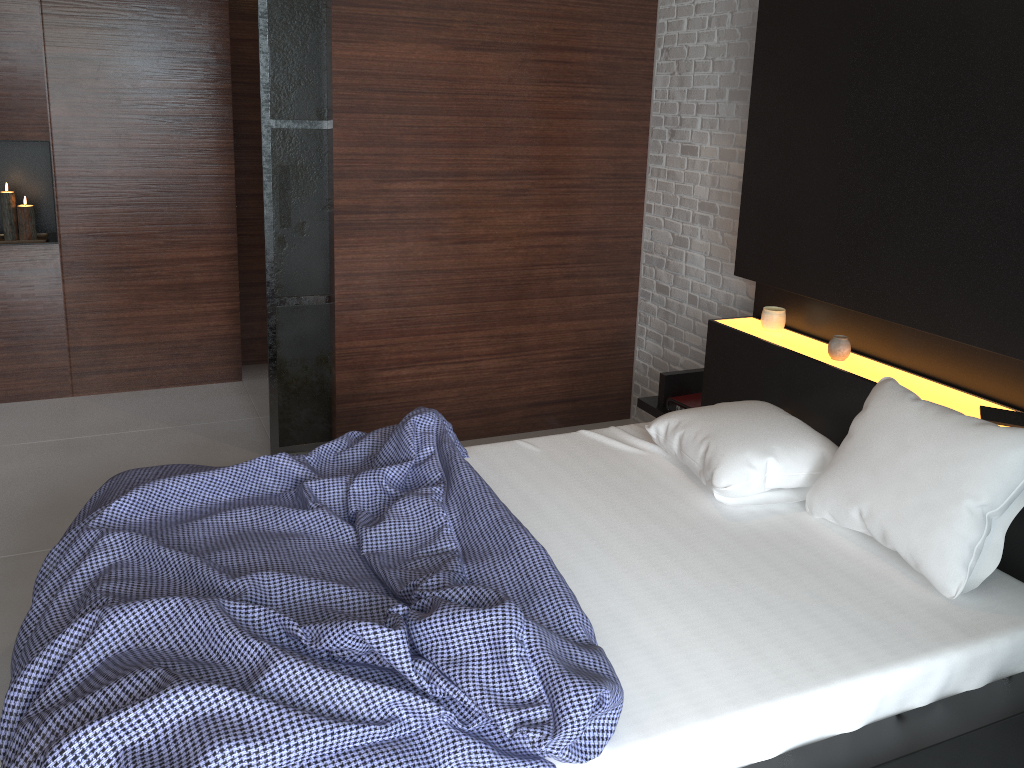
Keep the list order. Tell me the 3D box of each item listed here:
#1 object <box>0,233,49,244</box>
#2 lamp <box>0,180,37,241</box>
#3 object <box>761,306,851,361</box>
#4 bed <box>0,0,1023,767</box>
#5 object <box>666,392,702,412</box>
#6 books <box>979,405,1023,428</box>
[{"bbox_3d":[-2.514,-0.709,4.334,0.428,0.020,0.235,-6,19,-24],"label":"object"},{"bbox_3d":[-2.423,-0.849,4.332,0.153,0.292,0.079,2,14,-1],"label":"lamp"},{"bbox_3d":[1.016,-0.180,3.068,0.088,0.084,0.458,-3,18,-19],"label":"object"},{"bbox_3d":[0.176,-0.142,2.185,2.615,2.003,2.606,-5,18,-24],"label":"bed"},{"bbox_3d":[0.775,0.106,3.686,0.185,0.082,0.200,-7,19,-28],"label":"object"},{"bbox_3d":[1.347,0.095,2.373,0.159,0.013,0.127,10,19,24],"label":"books"}]
